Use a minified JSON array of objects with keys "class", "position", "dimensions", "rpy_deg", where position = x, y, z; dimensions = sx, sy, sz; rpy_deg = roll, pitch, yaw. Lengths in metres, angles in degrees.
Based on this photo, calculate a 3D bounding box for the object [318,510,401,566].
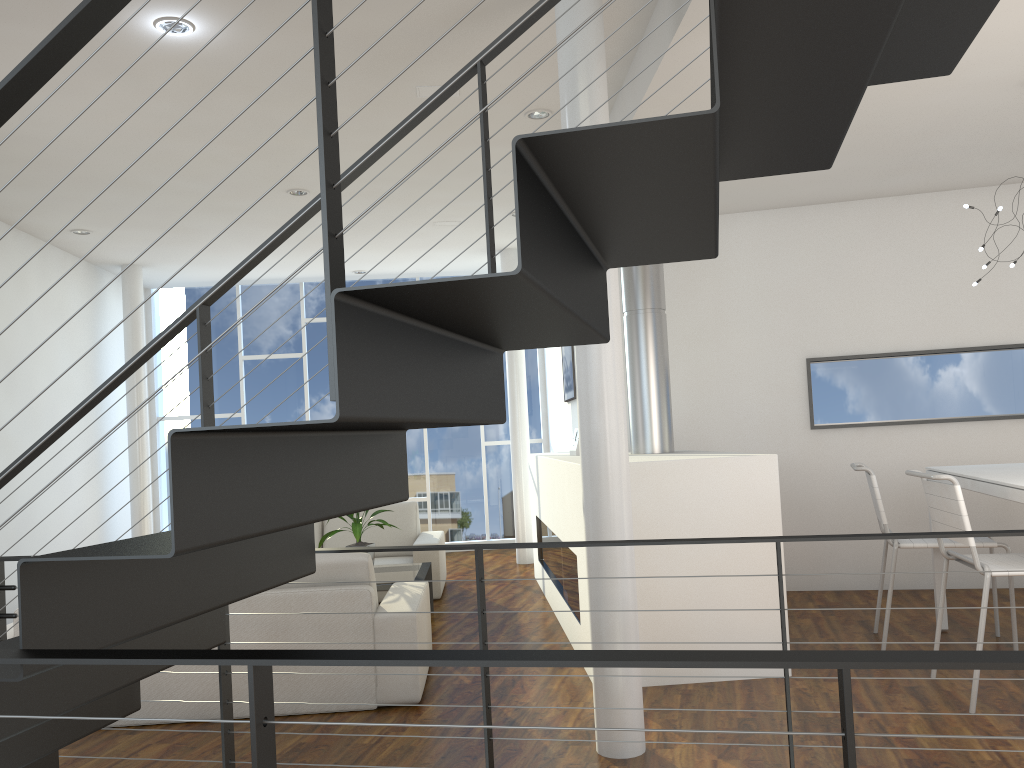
[{"class":"object","position":[-0.788,0.698,4.629],"dimensions":[0.432,0.600,0.458],"rpy_deg":[-2,-3,-18]}]

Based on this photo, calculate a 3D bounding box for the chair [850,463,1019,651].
[{"class":"chair","position":[1.747,0.711,3.719],"dimensions":[0.555,0.764,0.428],"rpy_deg":[-4,-2,18]}]

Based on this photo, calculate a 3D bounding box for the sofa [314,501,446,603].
[{"class":"sofa","position":[-1.253,1.087,5.719],"dimensions":[1.610,0.565,0.803],"rpy_deg":[-3,-3,-2]}]

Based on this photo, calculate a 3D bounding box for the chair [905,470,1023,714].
[{"class":"chair","position":[1.703,0.671,3.026],"dimensions":[0.555,0.764,0.428],"rpy_deg":[-3,-2,9]}]

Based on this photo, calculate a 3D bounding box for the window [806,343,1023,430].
[{"class":"window","position":[2.695,-0.006,4.912],"dimensions":[2.025,0.407,0.165],"rpy_deg":[-4,-2,13]}]

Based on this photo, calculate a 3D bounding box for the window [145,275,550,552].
[{"class":"window","position":[-1.474,-1.282,7.761],"dimensions":[3.415,5.629,0.090],"rpy_deg":[-3,-2,-3]}]

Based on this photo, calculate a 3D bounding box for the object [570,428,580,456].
[{"class":"object","position":[0.360,0.317,4.877],"dimensions":[0.061,0.151,0.100],"rpy_deg":[-2,-2,-17]}]

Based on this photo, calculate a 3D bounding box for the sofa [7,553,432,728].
[{"class":"sofa","position":[-1.158,0.954,3.585],"dimensions":[1.610,0.565,0.803],"rpy_deg":[-3,-3,-2]}]

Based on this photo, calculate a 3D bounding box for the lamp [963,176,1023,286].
[{"class":"lamp","position":[2.034,-0.780,3.324],"dimensions":[0.619,0.725,0.590],"rpy_deg":[-5,-3,34]}]

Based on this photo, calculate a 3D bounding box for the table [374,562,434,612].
[{"class":"table","position":[-1.238,1.166,4.634],"dimensions":[1.608,0.284,0.662],"rpy_deg":[-3,-3,-2]}]

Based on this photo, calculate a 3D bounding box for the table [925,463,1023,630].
[{"class":"table","position":[2.066,0.677,3.224],"dimensions":[0.700,0.719,1.401],"rpy_deg":[-4,-3,13]}]

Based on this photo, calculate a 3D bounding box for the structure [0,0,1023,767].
[{"class":"structure","position":[0.367,0.560,1.481],"dimensions":[4.363,6.291,1.094],"rpy_deg":[-4,-2,13]}]

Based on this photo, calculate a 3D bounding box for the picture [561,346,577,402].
[{"class":"picture","position":[0.386,-0.096,6.013],"dimensions":[0.020,0.415,0.576],"rpy_deg":[-3,-3,-3]}]

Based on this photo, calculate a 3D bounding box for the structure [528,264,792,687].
[{"class":"structure","position":[0.550,0.122,4.751],"dimensions":[0.750,2.204,2.753],"rpy_deg":[-3,-3,-4]}]
